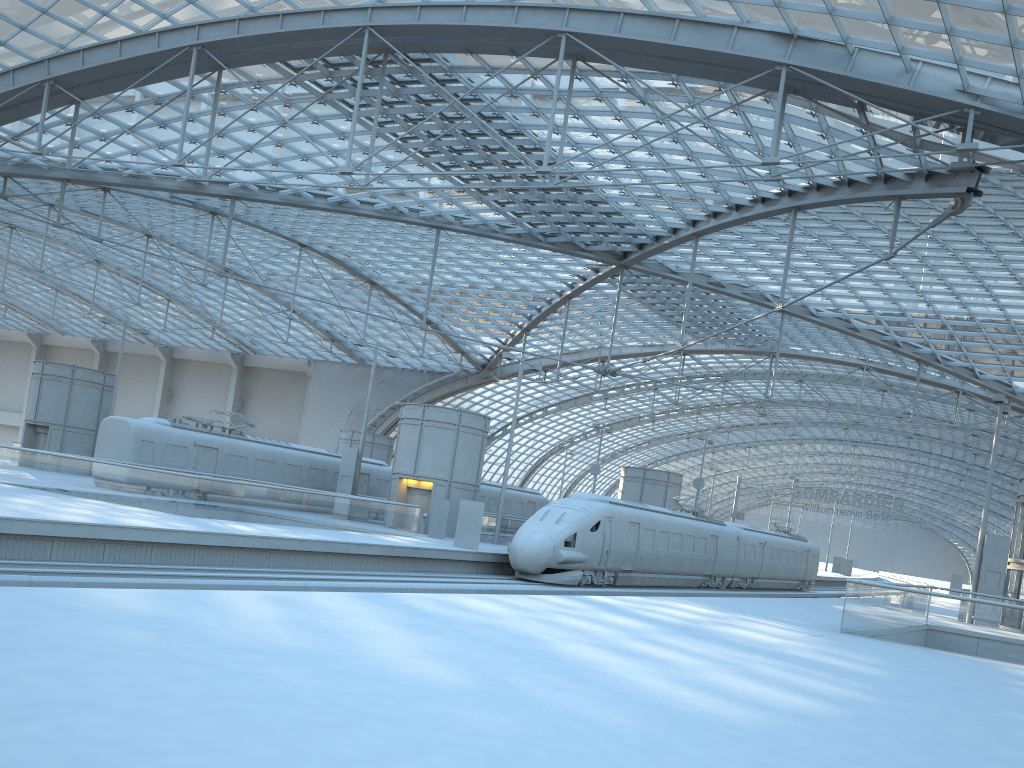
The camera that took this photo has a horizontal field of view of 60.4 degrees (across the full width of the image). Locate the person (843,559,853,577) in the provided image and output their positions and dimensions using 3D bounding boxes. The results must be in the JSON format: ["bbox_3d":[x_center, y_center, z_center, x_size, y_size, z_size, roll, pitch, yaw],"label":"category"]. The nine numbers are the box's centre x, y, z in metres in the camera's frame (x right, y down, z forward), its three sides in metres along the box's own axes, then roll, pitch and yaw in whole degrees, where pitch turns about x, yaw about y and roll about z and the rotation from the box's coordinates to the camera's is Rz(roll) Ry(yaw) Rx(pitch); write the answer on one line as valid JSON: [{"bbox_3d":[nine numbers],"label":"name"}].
[{"bbox_3d":[33.424,18.303,87.398,0.821,1.731,0.001,7,-1,32],"label":"person"}]

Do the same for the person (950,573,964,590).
[{"bbox_3d":[32.353,14.741,63.946,0.001,1.797,0.895,9,-2,-32],"label":"person"}]

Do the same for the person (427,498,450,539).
[{"bbox_3d":[-2.891,5.363,34.867,0.708,1.611,0.001,8,-1,11],"label":"person"}]

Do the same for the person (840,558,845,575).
[{"bbox_3d":[34.478,18.951,90.919,0.868,1.704,0.001,7,-1,32],"label":"person"}]

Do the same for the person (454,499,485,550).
[{"bbox_3d":[-1.467,4.916,30.558,0.873,1.704,0.001,8,-1,6],"label":"person"}]

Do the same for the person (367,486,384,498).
[{"bbox_3d":[-6.816,5.946,43.377,0.825,1.731,0.001,8,-1,6],"label":"person"}]

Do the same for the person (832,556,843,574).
[{"bbox_3d":[35.210,19.641,95.434,0.894,1.798,0.001,8,-1,27],"label":"person"}]
